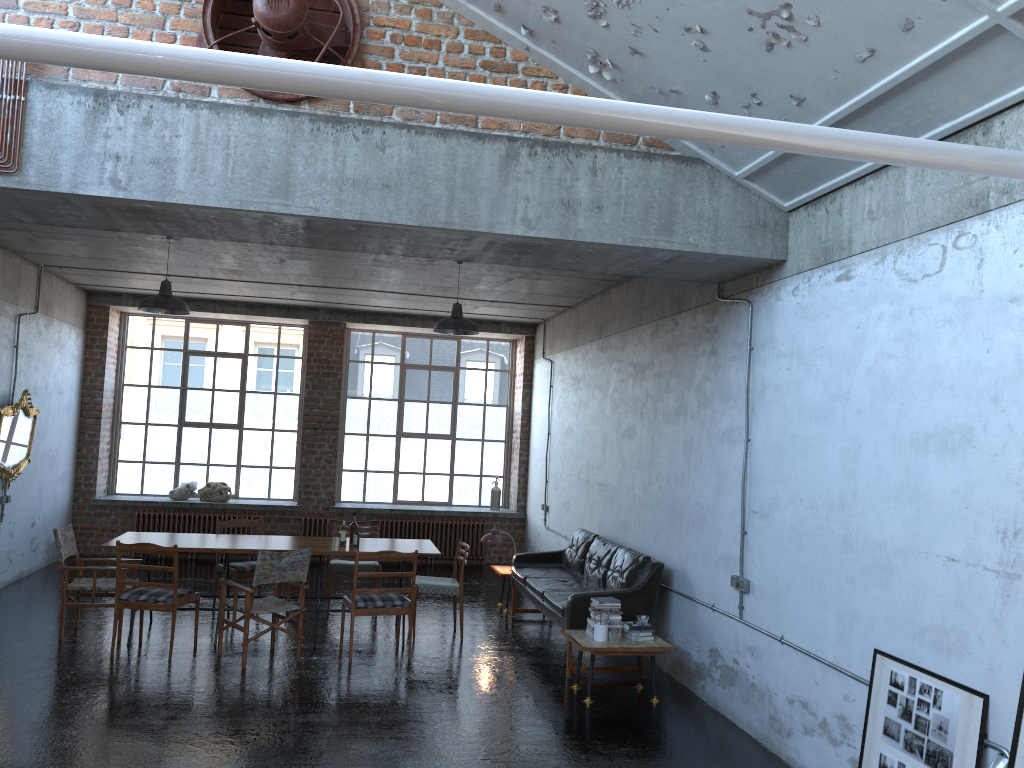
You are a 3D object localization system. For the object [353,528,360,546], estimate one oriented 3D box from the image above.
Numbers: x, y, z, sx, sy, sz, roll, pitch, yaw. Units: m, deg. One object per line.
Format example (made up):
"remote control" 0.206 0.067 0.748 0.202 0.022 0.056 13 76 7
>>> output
"object" -1.560 1.534 8.899 0.051 0.180 0.097 5 -4 -39

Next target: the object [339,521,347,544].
"object" -1.703 1.500 8.961 0.070 0.235 0.041 4 -3 -11

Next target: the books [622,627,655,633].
"books" 1.045 2.045 7.407 0.243 0.024 0.175 4 -3 -15

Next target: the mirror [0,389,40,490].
"mirror" -5.766 0.644 10.338 0.172 1.182 1.339 3 -3 -11

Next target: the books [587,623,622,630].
"books" 0.768 2.023 7.391 0.249 0.023 0.175 3 -3 -10

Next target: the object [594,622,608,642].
"object" 0.723 2.019 7.212 0.110 0.137 0.110 3 -3 -11

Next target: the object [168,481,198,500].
"object" -5.055 1.643 13.646 0.281 0.281 0.575 2 -3 15

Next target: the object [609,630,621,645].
"object" 0.822 2.036 7.108 0.092 0.099 0.092 5 -4 -33

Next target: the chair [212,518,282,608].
"chair" -2.909 2.025 9.791 0.509 1.028 0.573 0 -4 43

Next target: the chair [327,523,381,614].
"chair" -1.810 2.118 10.169 0.589 0.971 0.577 3 -3 -11

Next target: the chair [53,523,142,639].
"chair" -3.981 1.885 8.498 0.713 1.031 0.574 3 -3 -11

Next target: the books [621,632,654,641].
"books" 1.040 2.096 7.397 0.179 0.034 0.243 5 -4 -28

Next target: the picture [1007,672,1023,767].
"picture" 2.261 1.791 3.347 0.233 1.215 1.095 3 -3 -11

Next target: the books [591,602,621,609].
"books" 0.786 1.854 7.426 0.209 0.023 0.167 4 -3 -17

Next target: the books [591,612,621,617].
"books" 0.784 1.917 7.412 0.205 0.022 0.155 4 -3 -16

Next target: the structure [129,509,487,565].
"structure" -3.000 2.367 13.580 5.349 0.713 0.232 3 -3 -11

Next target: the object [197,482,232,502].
"object" -4.603 1.655 13.670 0.418 0.305 0.625 5 -4 -37

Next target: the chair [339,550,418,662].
"chair" -1.238 2.018 8.195 0.573 1.028 0.509 4 -3 -21

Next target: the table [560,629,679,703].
"table" 0.860 2.324 7.296 0.811 0.458 0.649 3 -3 -11

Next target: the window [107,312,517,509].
"window" 0.917 2.395 15.538 19.864 12.900 0.747 3 -3 -11

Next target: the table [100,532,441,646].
"table" -2.341 2.042 8.852 3.112 0.917 1.067 3 -3 -11

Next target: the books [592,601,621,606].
"books" 0.788 1.832 7.417 0.205 0.020 0.155 3 -3 -11

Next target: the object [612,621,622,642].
"object" 0.851 2.016 7.221 0.087 0.155 0.087 5 -4 -38

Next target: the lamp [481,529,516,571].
"lamp" -0.141 1.993 10.663 0.496 0.492 0.220 4 -3 -19

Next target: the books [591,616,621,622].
"books" 0.784 1.959 7.411 0.221 0.023 0.147 4 -3 -12

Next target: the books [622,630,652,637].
"books" 1.032 2.068 7.402 0.166 0.024 0.227 5 -4 -32

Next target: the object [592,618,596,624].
"object" 0.702 1.983 7.223 0.137 0.190 0.009 3 -3 -8

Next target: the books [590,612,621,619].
"books" 0.784 1.939 7.417 0.224 0.021 0.158 3 -3 -11

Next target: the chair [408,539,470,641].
"chair" -0.752 2.112 9.133 0.577 0.971 0.589 3 -3 -11

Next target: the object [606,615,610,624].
"object" 0.766 1.966 7.227 0.062 0.169 0.009 4 -3 -11

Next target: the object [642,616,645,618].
"object" 1.090 1.965 7.392 0.081 0.060 0.065 5 -4 -29

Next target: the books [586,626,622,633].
"books" 0.767 2.046 7.390 0.249 0.023 0.175 4 -3 -15

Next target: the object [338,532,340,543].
"object" -1.732 1.540 9.071 0.077 0.173 0.077 4 -4 -25

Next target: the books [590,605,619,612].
"books" 0.773 1.875 7.412 0.231 0.023 0.162 3 -3 5

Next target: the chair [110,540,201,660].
"chair" -3.173 1.907 7.938 0.573 1.028 0.509 2 -3 9

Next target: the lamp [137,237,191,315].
"lamp" -3.464 -1.169 8.915 0.502 0.891 0.502 3 -3 -7

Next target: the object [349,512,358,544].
"object" -1.610 1.465 9.022 0.075 0.324 0.075 2 -3 14

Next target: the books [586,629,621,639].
"books" 0.763 2.078 7.389 0.248 0.043 0.192 3 -3 -11

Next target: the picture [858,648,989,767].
"picture" 2.062 1.969 4.552 0.135 0.994 0.889 3 -3 -11

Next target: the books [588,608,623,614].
"books" 0.780 1.896 7.413 0.244 0.019 0.174 3 -3 -11

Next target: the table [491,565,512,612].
"table" 0.186 2.483 10.721 0.811 0.458 0.649 3 -3 -11

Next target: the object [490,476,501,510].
"object" -0.267 1.801 14.623 0.172 0.551 0.172 1 -4 33

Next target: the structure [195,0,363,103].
"structure" -1.505 -2.380 5.849 1.058 1.096 0.808 3 -3 -11

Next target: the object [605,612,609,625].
"object" 0.765 1.959 7.240 0.052 0.185 0.009 3 -3 -9

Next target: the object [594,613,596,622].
"object" 0.686 1.974 7.235 0.046 0.202 0.023 1 -4 25

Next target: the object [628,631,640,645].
"object" 0.981 2.046 7.139 0.092 0.099 0.092 5 -4 -33

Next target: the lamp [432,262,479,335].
"lamp" -0.575 -0.993 9.476 0.502 0.891 0.502 3 -3 -7

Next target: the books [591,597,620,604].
"books" 0.782 1.811 7.427 0.201 0.024 0.159 4 -3 -21

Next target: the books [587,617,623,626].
"books" 0.775 1.984 7.412 0.245 0.028 0.193 4 -3 -16

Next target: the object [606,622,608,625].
"object" 0.750 1.998 7.207 0.068 0.159 0.009 3 -3 2

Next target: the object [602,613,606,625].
"object" 0.746 1.978 7.254 0.023 0.204 0.037 1 -4 28

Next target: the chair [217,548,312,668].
"chair" -2.195 1.939 7.875 0.574 1.031 0.713 6 -4 -41

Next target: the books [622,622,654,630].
"books" 1.039 2.018 7.401 0.225 0.029 0.179 4 -3 -19

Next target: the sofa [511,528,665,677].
"sofa" 0.661 2.109 9.071 0.929 1.045 2.610 3 -3 -11

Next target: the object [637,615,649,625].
"object" 1.090 1.971 7.390 0.103 0.068 0.103 5 -4 -38

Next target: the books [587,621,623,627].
"books" 0.776 2.005 7.409 0.255 0.014 0.192 3 -3 -8
